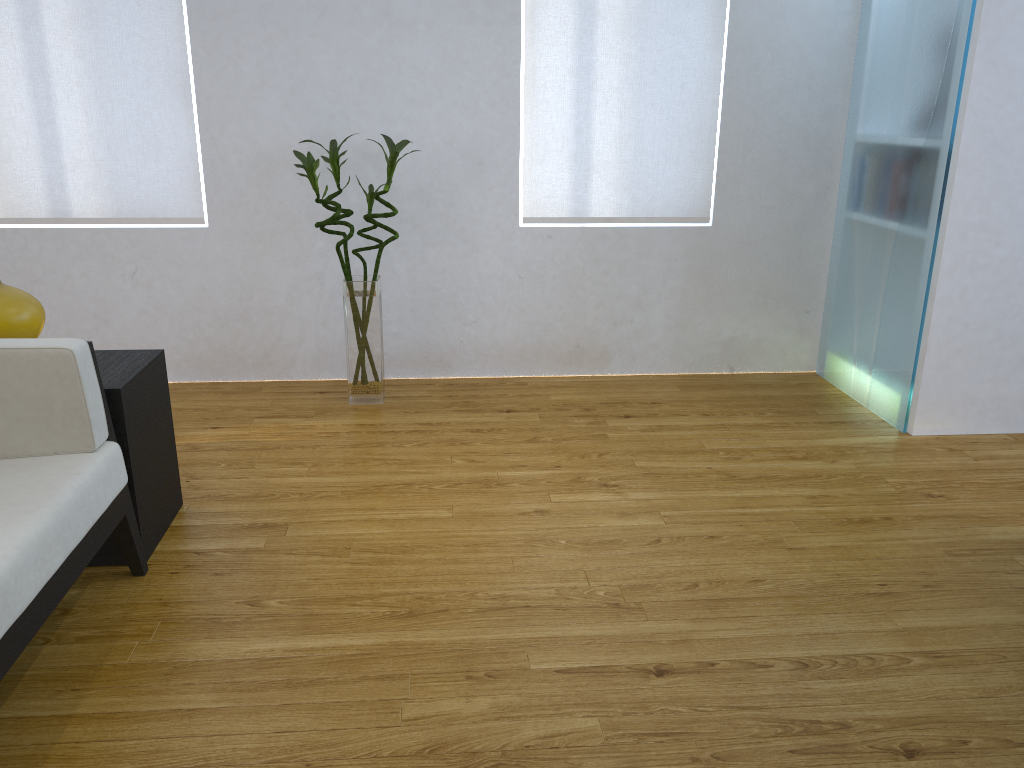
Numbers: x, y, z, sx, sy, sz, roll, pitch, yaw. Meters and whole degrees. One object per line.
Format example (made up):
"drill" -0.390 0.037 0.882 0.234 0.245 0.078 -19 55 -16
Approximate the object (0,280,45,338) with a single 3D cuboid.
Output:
"object" -1.263 -0.157 2.180 0.206 0.217 0.205 13 22 34

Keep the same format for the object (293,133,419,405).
"object" -0.596 -0.425 3.305 0.482 0.990 0.377 -11 22 -31

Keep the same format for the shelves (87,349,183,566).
"shelves" -1.272 0.181 2.227 0.730 0.455 0.346 -1 18 -5

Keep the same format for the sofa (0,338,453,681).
"sofa" -0.466 0.450 1.035 9.722 0.685 5.287 -1 17 -5

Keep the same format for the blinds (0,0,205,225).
"blinds" -1.549 -1.618 3.038 0.761 2.131 0.007 -1 19 -5

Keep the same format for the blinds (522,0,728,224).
"blinds" 0.428 -1.651 3.205 0.761 2.132 0.007 -1 19 -5
